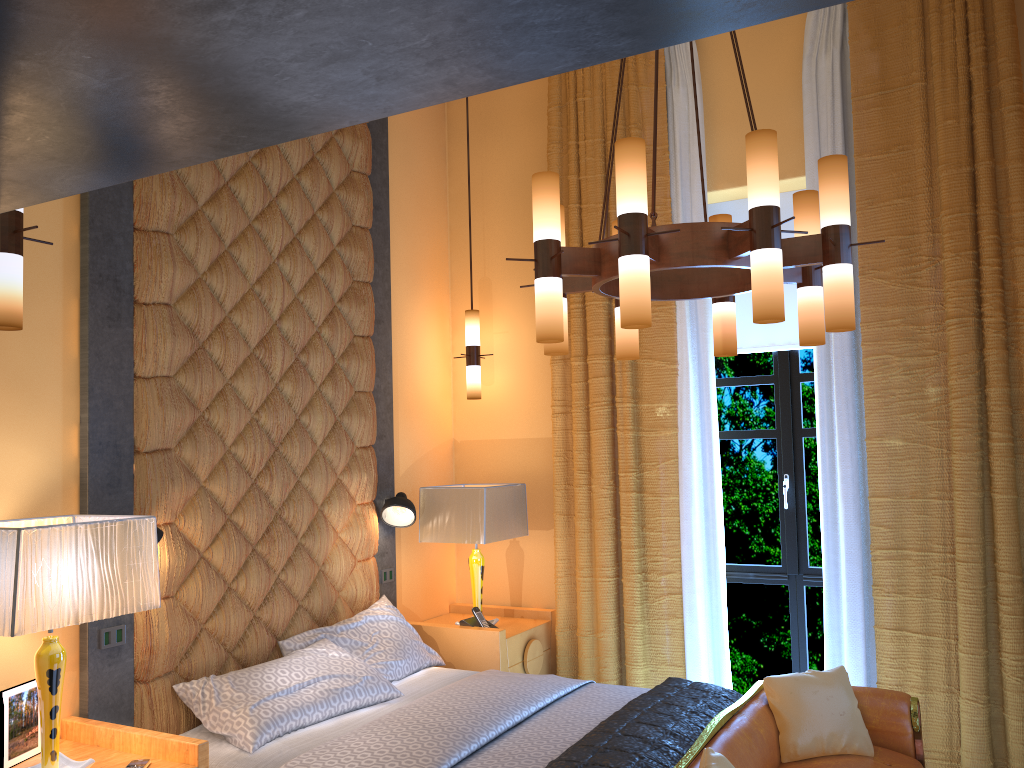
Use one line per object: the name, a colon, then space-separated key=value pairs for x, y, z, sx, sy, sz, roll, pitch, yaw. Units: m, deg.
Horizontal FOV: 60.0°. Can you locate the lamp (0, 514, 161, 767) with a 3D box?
lamp: x=-1.438 y=0.827 z=2.754 sx=0.424 sy=0.801 sz=0.506 roll=-3 pitch=-4 yaw=28

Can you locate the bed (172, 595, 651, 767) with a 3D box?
bed: x=-0.208 y=1.431 z=3.583 sx=2.108 sy=0.823 sz=1.890 roll=-4 pitch=-5 yaw=28

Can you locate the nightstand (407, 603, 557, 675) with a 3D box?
nightstand: x=-0.184 y=1.659 z=5.006 sx=0.720 sy=0.689 sz=0.681 roll=-4 pitch=-4 yaw=28

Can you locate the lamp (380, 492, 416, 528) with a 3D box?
lamp: x=-0.431 y=0.691 z=4.809 sx=0.568 sy=0.218 sz=0.231 roll=0 pitch=-4 yaw=-14

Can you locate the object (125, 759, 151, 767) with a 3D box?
object: x=-1.195 y=1.221 z=2.822 sx=0.064 sy=0.018 sz=0.111 roll=-1 pitch=-4 yaw=-7

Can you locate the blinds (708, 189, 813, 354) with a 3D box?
blinds: x=1.478 y=-0.618 z=4.868 sx=1.201 sy=0.872 sz=0.013 roll=-4 pitch=-4 yaw=28

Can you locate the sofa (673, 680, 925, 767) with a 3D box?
sofa: x=1.016 y=1.492 z=3.001 sx=0.651 sy=0.639 sz=1.616 roll=-4 pitch=-5 yaw=28

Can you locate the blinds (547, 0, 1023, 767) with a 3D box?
blinds: x=1.290 y=-0.144 z=4.502 sx=2.452 sy=4.141 sz=0.134 roll=-3 pitch=-4 yaw=28

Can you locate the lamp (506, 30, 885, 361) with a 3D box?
lamp: x=0.550 y=-1.214 z=2.986 sx=1.141 sy=2.166 sz=1.142 roll=1 pitch=-5 yaw=-39

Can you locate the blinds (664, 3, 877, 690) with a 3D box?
blinds: x=1.296 y=-0.114 z=4.592 sx=2.051 sy=4.071 sz=0.237 roll=-3 pitch=-4 yaw=26

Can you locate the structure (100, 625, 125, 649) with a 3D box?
structure: x=-1.491 y=0.943 z=3.307 sx=0.016 sy=0.071 sz=0.103 roll=-3 pitch=-4 yaw=28

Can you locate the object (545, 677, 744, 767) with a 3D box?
object: x=0.497 y=1.278 z=3.200 sx=0.405 sy=0.104 sz=1.462 roll=-4 pitch=-5 yaw=28

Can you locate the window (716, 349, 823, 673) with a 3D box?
window: x=1.511 y=0.443 z=4.817 sx=1.201 sy=2.996 sz=0.130 roll=-3 pitch=-4 yaw=28

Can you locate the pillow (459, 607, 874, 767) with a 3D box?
pillow: x=0.676 y=1.307 z=3.801 sx=1.147 sy=0.406 sz=2.631 roll=0 pitch=-5 yaw=-20

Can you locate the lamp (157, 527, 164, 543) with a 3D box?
lamp: x=-1.405 y=0.585 z=3.284 sx=0.214 sy=0.189 sz=0.186 roll=1 pitch=-5 yaw=-34

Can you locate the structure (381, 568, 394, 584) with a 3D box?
structure: x=-0.677 y=1.040 z=4.810 sx=0.016 sy=0.071 sz=0.103 roll=-3 pitch=-4 yaw=28

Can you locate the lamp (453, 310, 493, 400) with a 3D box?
lamp: x=-0.232 y=-0.174 z=5.294 sx=0.199 sy=0.531 sz=0.199 roll=0 pitch=-4 yaw=-17

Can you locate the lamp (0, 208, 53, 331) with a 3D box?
lamp: x=-1.370 y=-0.414 z=2.398 sx=0.199 sy=0.531 sz=0.199 roll=0 pitch=-4 yaw=-17

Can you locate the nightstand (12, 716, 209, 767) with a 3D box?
nightstand: x=-1.431 y=1.506 z=2.704 sx=0.721 sy=0.699 sz=0.709 roll=-4 pitch=-4 yaw=28

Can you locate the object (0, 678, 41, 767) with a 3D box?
object: x=-1.596 y=1.110 z=2.835 sx=0.077 sy=0.254 sz=0.386 roll=-1 pitch=-4 yaw=-11

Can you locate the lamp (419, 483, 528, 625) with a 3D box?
lamp: x=-0.203 y=0.966 z=4.941 sx=0.424 sy=0.801 sz=0.506 roll=-3 pitch=-4 yaw=28
